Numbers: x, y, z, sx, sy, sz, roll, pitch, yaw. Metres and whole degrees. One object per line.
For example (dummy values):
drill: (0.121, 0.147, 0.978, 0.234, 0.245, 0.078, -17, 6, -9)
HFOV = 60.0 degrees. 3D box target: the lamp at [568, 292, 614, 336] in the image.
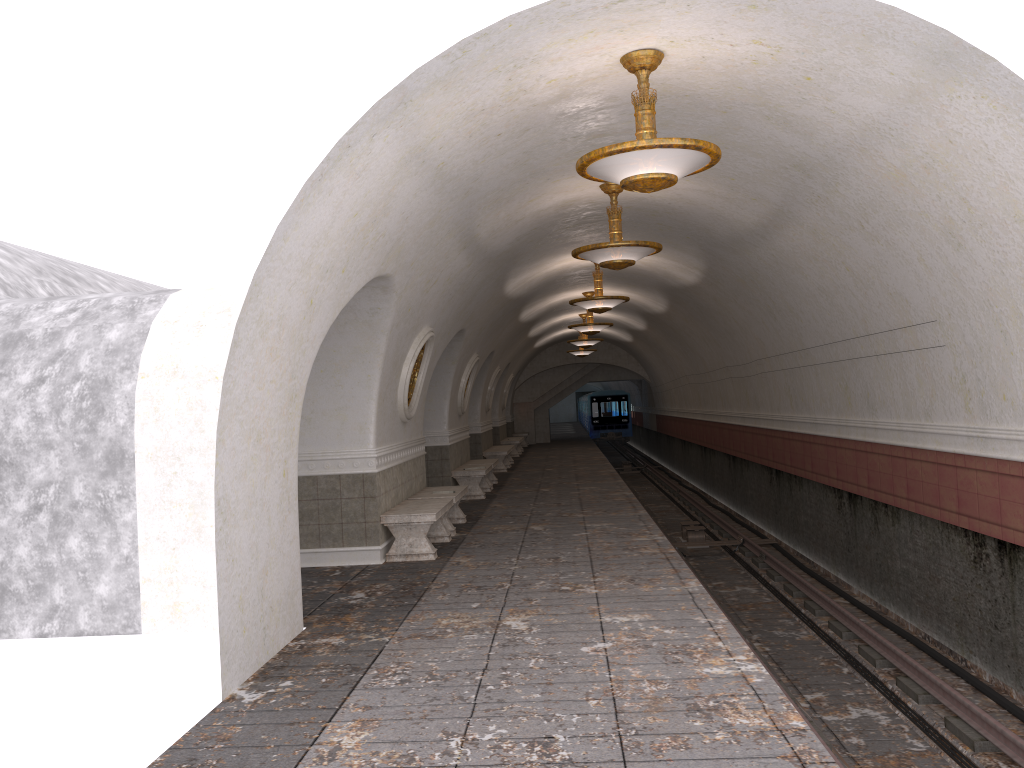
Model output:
lamp: (1.716, -1.539, 19.537, 1.008, 0.955, 1.008, -3, -1, 19)

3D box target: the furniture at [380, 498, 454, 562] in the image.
furniture: (-1.061, 1.665, 10.243, 0.613, 0.508, 1.509, -3, -1, 3)

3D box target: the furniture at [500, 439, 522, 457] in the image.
furniture: (-0.010, 2.034, 28.201, 0.613, 0.508, 1.509, -3, -1, 3)

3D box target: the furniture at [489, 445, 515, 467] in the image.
furniture: (-0.260, 1.946, 23.929, 0.613, 0.508, 1.509, -3, -1, 3)

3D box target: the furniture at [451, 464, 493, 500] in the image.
furniture: (-0.710, 1.788, 16.241, 0.613, 0.508, 1.509, -3, -1, 3)

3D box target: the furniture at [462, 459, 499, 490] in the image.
furniture: (-0.612, 1.823, 17.919, 0.613, 0.508, 1.509, -3, -1, 3)

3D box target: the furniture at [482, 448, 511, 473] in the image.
furniture: (-0.359, 1.912, 22.250, 0.613, 0.508, 1.509, -3, -1, 3)

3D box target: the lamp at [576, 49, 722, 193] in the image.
lamp: (0.937, -1.812, 6.215, 1.008, 0.955, 1.008, -2, -2, -41)

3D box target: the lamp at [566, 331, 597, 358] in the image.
lamp: (2.280, -1.341, 29.176, 1.008, 0.955, 1.008, -2, -2, -41)

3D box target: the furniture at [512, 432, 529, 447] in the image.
furniture: (0.358, 2.163, 34.492, 0.613, 0.508, 1.509, -3, -1, 3)

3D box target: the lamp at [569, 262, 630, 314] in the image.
lamp: (1.434, -1.638, 14.716, 1.008, 0.955, 1.008, -3, -1, -13)

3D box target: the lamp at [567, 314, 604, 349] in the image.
lamp: (1.998, -1.440, 24.355, 1.008, 0.955, 1.008, -3, -1, 19)

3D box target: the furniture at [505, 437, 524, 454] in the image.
furniture: (0.088, 2.068, 29.880, 0.613, 0.508, 1.509, -3, -1, 3)

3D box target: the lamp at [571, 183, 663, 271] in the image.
lamp: (1.150, -1.737, 9.863, 1.008, 0.955, 1.008, -3, -1, -13)

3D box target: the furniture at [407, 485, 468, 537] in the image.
furniture: (-0.963, 1.700, 11.922, 0.613, 0.508, 1.509, -3, -1, 3)
